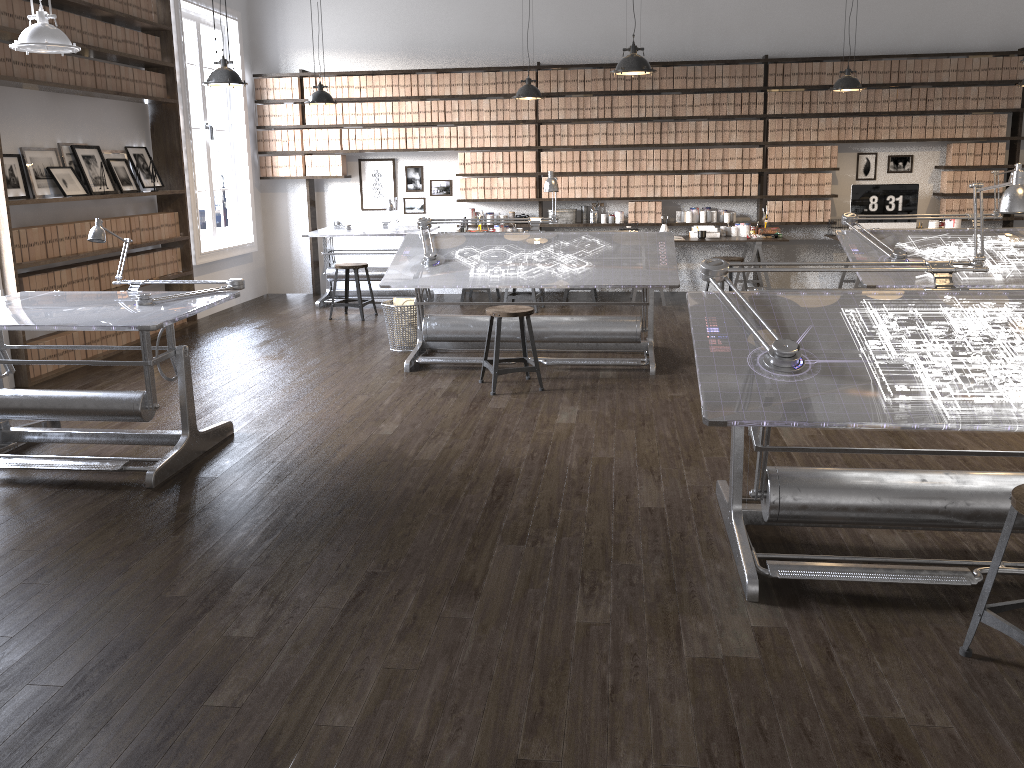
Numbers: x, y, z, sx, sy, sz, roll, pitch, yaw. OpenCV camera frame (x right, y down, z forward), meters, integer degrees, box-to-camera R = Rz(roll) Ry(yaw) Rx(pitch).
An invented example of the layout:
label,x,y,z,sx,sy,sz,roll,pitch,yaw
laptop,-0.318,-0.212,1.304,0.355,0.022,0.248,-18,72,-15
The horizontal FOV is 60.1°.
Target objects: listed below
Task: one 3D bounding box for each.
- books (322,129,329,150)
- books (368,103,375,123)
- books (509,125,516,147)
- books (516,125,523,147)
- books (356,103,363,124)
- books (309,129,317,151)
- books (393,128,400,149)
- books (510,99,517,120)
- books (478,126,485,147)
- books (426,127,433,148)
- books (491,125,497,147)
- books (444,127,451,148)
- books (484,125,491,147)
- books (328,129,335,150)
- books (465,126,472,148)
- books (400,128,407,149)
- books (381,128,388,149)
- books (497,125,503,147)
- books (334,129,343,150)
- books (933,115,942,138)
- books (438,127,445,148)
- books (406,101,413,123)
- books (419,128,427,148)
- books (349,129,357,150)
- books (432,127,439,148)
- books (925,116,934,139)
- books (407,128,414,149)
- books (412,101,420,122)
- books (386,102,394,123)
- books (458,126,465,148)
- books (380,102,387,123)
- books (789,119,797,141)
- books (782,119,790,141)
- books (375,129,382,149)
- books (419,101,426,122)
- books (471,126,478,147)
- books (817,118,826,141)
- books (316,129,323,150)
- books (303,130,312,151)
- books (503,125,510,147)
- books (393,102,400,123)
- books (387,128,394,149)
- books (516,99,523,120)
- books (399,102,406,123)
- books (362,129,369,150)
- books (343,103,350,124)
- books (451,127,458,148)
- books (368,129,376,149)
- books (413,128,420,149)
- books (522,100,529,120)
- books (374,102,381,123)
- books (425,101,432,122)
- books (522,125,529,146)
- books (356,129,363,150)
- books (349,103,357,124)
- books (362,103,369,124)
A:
label,x,y,z,sx,sy,sz,roll,pitch,yaw
books,-2.024,-2.682,9.731,0.067,0.223,0.176,0,12,7
books,-1.502,-2.934,9.610,0.067,0.223,0.176,0,12,7
books,0.015,-2.655,9.484,0.067,0.223,0.176,0,12,7
books,0.085,-2.654,9.475,0.067,0.223,0.176,0,12,7
books,-1.639,-2.937,9.633,0.067,0.223,0.176,0,12,7
books,-2.163,-2.683,9.746,0.067,0.223,0.176,0,12,7
books,-1.237,-2.665,9.638,0.067,0.223,0.176,0,12,7
books,0.023,-2.914,9.425,0.067,0.223,0.176,0,12,7
books,-0.323,-2.659,9.524,0.067,0.223,0.176,0,12,7
books,-0.878,-2.660,9.594,0.067,0.223,0.176,0,12,7
books,-0.181,-2.657,9.505,0.067,0.223,0.176,0,12,7
books,-0.683,-2.657,9.567,0.067,0.223,0.176,0,12,7
books,-0.253,-2.657,9.512,0.067,0.223,0.176,0,12,7
books,-1.950,-2.680,9.721,0.067,0.223,0.176,0,12,7
books,-0.461,-2.661,9.539,0.067,0.223,0.176,0,12,7
books,-1.164,-2.662,9.624,0.067,0.223,0.176,0,12,7
books,-1.366,-2.665,9.647,0.067,0.223,0.176,0,12,7
books,-0.119,-2.657,9.499,0.067,0.223,0.176,0,12,7
books,-1.888,-2.678,9.709,0.067,0.223,0.176,0,12,7
books,4.277,-2.598,8.963,0.067,0.223,0.176,0,12,7
books,-0.745,-2.658,9.576,0.067,0.223,0.176,0,12,7
books,-1.093,-2.929,9.564,0.067,0.223,0.176,0,12,7
books,-0.949,-2.661,9.602,0.067,0.223,0.176,0,12,7
books,-1.718,-2.670,9.691,0.067,0.223,0.176,0,12,7
books,-0.812,-2.658,9.580,0.067,0.223,0.176,0,12,7
books,4.205,-2.598,8.968,0.067,0.223,0.176,0,12,7
books,-1.089,-2.663,9.620,0.067,0.223,0.176,0,12,7
books,-1.022,-2.927,9.552,0.067,0.223,0.176,0,12,7
books,-1.302,-2.931,9.587,0.067,0.223,0.176,0,12,7
books,-0.534,-2.661,9.544,0.067,0.223,0.176,0,12,7
books,-1.373,-2.933,9.598,0.067,0.223,0.176,0,12,7
books,2.885,-2.616,9.132,0.067,0.223,0.176,0,12,7
books,2.813,-2.616,9.137,0.067,0.223,0.176,0,12,7
books,-1.438,-2.666,9.656,0.067,0.223,0.176,0,12,7
books,-0.950,-2.926,9.543,0.067,0.223,0.176,0,12,7
books,-0.392,-2.661,9.534,0.067,0.223,0.176,0,12,7
books,3.166,-2.612,9.098,0.067,0.223,0.176,0,12,7
books,-2.094,-2.683,9.741,0.067,0.223,0.176,0,12,7
books,-2.236,-2.683,9.751,0.067,0.223,0.176,0,12,7
books,-0.053,-2.654,9.486,0.067,0.223,0.176,0,12,7
books,-1.232,-2.931,9.583,0.067,0.223,0.176,0,12,7
books,-1.303,-2.665,9.644,0.067,0.223,0.176,0,12,7
books,0.090,-2.914,9.421,0.067,0.223,0.176,0,12,7
books,-1.162,-2.931,9.576,0.067,0.223,0.176,0,12,7
books,-1.578,-2.669,9.680,0.067,0.223,0.176,0,12,7
books,-1.780,-2.939,9.651,0.067,0.223,0.176,0,12,7
books,-0.611,-2.655,9.557,0.067,0.223,0.176,0,12,7
books,-1.509,-2.667,9.668,0.067,0.223,0.176,0,12,7
books,-1.019,-2.661,9.607,0.067,0.223,0.176,0,12,7
books,0.152,-2.913,9.412,0.067,0.223,0.176,0,12,7
books,-1.436,-2.934,9.607,0.067,0.223,0.176,0,12,7
books,-0.887,-2.927,9.540,0.067,0.223,0.176,0,12,7
books,0.155,-2.652,9.463,0.067,0.223,0.176,0,12,7
books,-1.648,-2.670,9.687,0.067,0.223,0.176,0,12,7
books,-1.710,-2.937,9.637,0.067,0.223,0.176,0,12,7
books,-1.569,-2.936,9.624,0.067,0.223,0.176,0,12,7
